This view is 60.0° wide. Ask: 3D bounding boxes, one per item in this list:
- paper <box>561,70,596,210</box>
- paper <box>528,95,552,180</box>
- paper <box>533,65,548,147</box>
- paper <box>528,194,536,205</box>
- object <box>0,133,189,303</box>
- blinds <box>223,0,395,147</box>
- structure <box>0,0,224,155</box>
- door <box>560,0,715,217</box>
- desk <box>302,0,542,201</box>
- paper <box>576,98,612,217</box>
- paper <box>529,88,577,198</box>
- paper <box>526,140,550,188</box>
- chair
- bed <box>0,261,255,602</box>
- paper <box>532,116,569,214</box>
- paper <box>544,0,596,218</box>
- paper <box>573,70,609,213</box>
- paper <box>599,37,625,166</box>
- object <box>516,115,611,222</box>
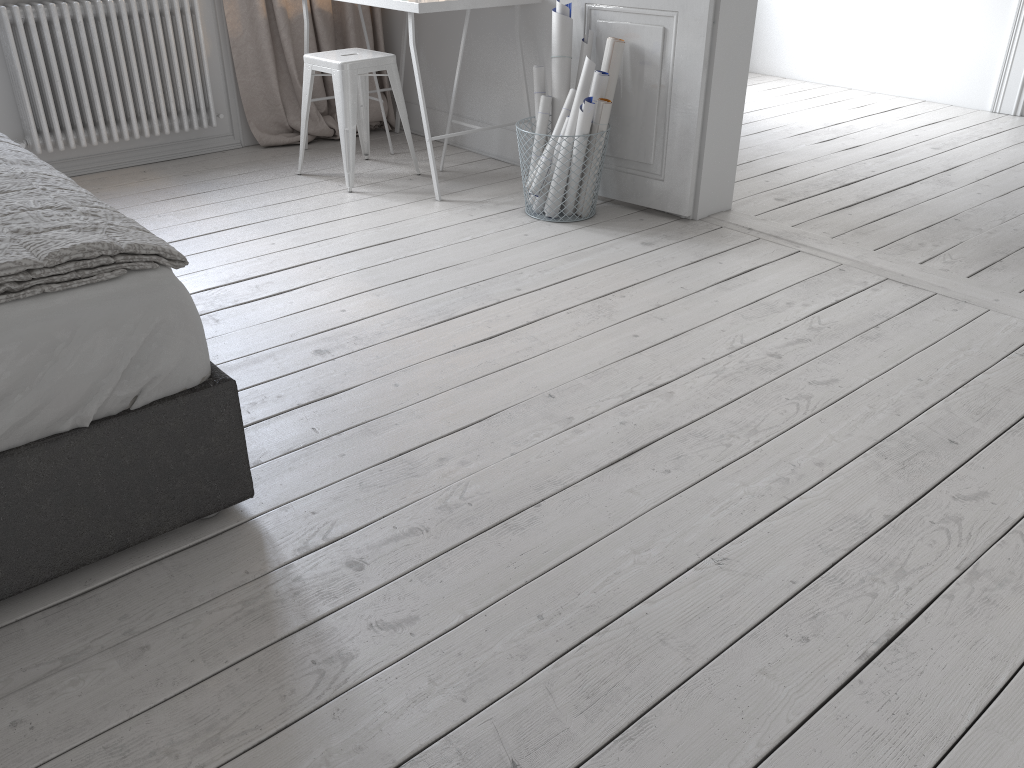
[{"bbox_3d":[0.274,-0.975,3.571,0.200,0.541,0.047,-20,35,-32],"label":"paper"},{"bbox_3d":[0.112,-0.980,3.591,0.047,0.360,0.129,21,35,33],"label":"paper"},{"bbox_3d":[0.124,-1.011,3.627,0.046,0.546,0.166,-8,30,-15],"label":"paper"},{"bbox_3d":[0.193,-0.927,3.566,0.253,0.431,0.054,-2,29,-5],"label":"paper"},{"bbox_3d":[-1.226,-0.460,2.018,0.405,0.104,1.461,-22,36,-35],"label":"object"},{"bbox_3d":[-0.997,-2.465,4.050,0.831,2.676,0.225,-22,36,-35],"label":"blinds"},{"bbox_3d":[-1.818,-1.424,4.020,0.936,0.599,0.216,-22,36,-35],"label":"structure"},{"bbox_3d":[0.455,-1.795,3.166,0.678,2.323,0.034,22,36,34],"label":"door"},{"bbox_3d":[-0.471,-1.418,4.127,0.641,0.775,1.164,-22,36,-35],"label":"desk"},{"bbox_3d":[0.318,-0.881,3.475,0.123,0.464,0.057,11,30,18],"label":"paper"},{"bbox_3d":[0.169,-0.951,3.510,0.244,0.402,0.049,-21,35,-33],"label":"paper"},{"bbox_3d":[0.165,-0.957,3.561,0.239,0.358,0.047,-13,31,-23],"label":"paper"},{"bbox_3d":[-0.709,-1.206,3.992,0.407,0.526,0.410,25,37,38],"label":"chair"},{"bbox_3d":[-1.870,-0.220,1.527,2.177,1.166,1.890,-22,36,-35],"label":"bed"},{"bbox_3d":[0.201,-0.870,3.532,0.233,0.388,0.078,-5,29,-9],"label":"paper"},{"bbox_3d":[0.224,-1.071,3.480,0.181,0.792,0.431,1,29,2],"label":"paper"},{"bbox_3d":[0.292,-0.946,3.495,0.153,0.552,0.060,2,29,4],"label":"paper"},{"bbox_3d":[0.343,-1.019,3.517,0.181,0.668,0.073,-9,30,-17],"label":"paper"},{"bbox_3d":[0.200,-0.866,3.571,0.374,0.350,0.375,-21,35,-33],"label":"object"}]
